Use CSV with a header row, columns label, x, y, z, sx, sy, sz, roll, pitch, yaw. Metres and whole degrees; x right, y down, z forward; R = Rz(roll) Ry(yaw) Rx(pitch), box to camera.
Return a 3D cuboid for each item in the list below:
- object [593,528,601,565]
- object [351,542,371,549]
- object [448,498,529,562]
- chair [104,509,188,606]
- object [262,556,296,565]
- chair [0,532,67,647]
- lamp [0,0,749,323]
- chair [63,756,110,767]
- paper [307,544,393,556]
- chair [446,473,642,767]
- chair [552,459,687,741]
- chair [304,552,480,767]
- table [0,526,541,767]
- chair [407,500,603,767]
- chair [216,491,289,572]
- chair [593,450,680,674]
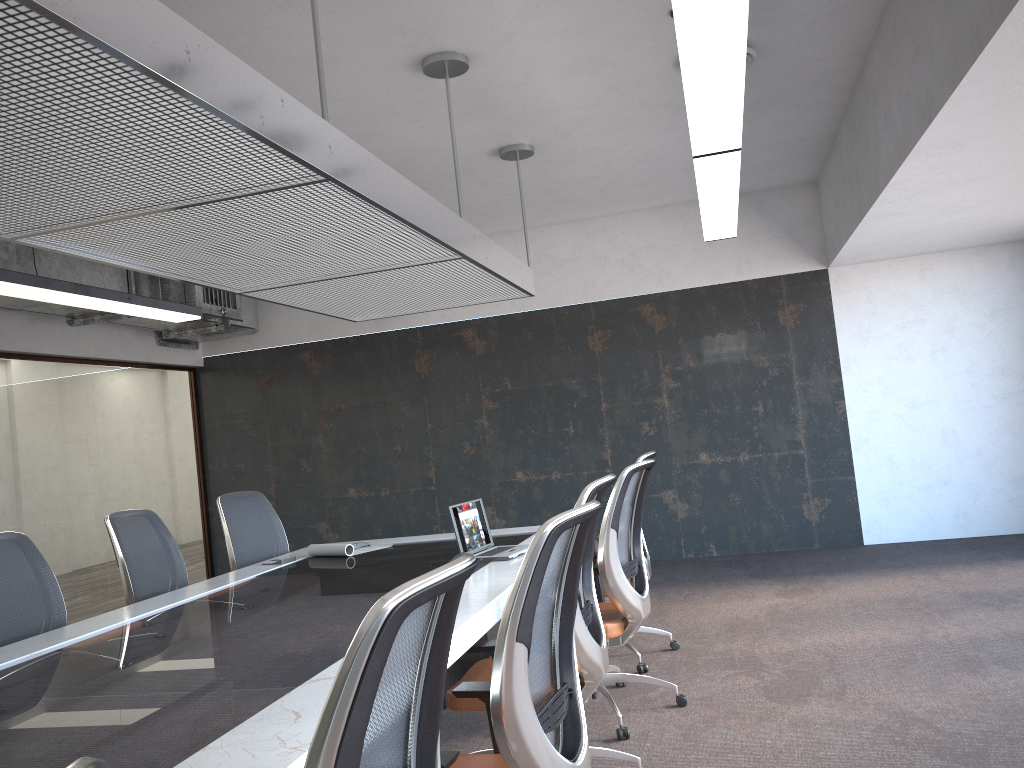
label,x,y,z,sx,sy,sz,roll,pitch,yaw
object,0.545,0.969,5.122,0.138,0.308,0.378,-8,-3,24
object,-0.970,1.000,5.462,0.200,0.036,0.049,-4,-4,-40
object,-0.089,0.723,4.467,0.308,0.277,0.366,-8,-3,24
chair,-1.712,1.230,4.773,0.828,1.166,0.789,-5,-3,-23
object,-1.362,1.031,5.182,0.161,0.026,0.126,-8,-4,28
chair,-1.936,1.204,3.852,0.828,1.166,0.789,-5,-3,-23
lamp,-1.299,-1.235,3.317,4.126,0.908,6.097,-7,-3,13
chair,-0.619,0.875,0.521,0.828,1.166,0.789,-5,-3,-23
paper,-0.979,0.980,5.375,0.348,0.069,0.379,-9,-4,39
chair,0.052,0.953,3.282,0.828,1.166,0.789,-5,-3,-23
chair,0.341,0.971,4.189,0.828,1.166,0.789,-6,-3,-12
chair,-0.395,0.901,1.441,0.828,1.166,0.789,-5,-3,-23
table,-1.034,1.268,3.092,1.898,0.745,5.498,-7,-3,13
chair,-0.110,0.914,2.242,0.828,1.166,0.789,-5,-3,-17
chair,-1.441,1.250,5.679,0.828,1.166,0.789,-6,-3,-7
chair,0.499,1.005,5.124,0.828,1.166,0.789,-5,-3,-23
